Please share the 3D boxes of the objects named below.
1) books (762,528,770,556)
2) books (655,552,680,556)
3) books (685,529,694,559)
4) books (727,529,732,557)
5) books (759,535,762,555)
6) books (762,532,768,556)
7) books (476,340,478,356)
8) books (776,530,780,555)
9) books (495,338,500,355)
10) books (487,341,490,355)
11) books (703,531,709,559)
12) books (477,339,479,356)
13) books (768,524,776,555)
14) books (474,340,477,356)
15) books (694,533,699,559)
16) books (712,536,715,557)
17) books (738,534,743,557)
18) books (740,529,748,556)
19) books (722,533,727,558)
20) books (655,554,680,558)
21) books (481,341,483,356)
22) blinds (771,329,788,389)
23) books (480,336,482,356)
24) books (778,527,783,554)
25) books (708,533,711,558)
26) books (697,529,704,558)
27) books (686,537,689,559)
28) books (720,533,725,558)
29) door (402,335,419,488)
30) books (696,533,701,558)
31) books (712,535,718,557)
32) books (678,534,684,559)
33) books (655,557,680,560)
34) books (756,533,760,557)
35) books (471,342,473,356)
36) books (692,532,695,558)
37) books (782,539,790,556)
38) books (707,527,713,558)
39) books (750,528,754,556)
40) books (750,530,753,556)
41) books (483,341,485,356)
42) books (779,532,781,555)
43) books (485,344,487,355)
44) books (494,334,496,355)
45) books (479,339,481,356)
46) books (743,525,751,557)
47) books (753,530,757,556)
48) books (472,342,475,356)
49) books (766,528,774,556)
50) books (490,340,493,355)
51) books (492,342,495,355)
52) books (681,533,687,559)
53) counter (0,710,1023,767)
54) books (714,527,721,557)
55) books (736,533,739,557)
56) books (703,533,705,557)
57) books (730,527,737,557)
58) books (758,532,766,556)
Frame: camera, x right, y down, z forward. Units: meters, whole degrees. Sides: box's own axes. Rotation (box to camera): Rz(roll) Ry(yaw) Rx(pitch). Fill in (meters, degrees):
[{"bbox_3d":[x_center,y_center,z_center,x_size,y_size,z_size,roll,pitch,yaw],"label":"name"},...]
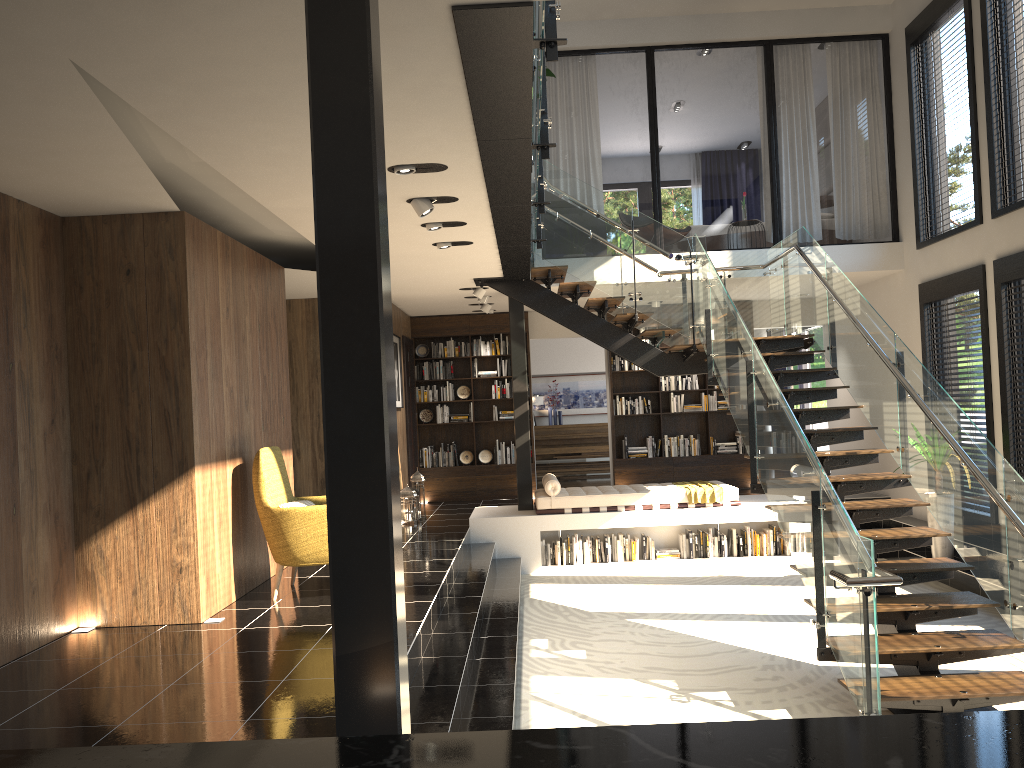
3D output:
[{"bbox_3d":[2.868,1.779,10.011,0.039,0.284,0.200,-3,-1,1],"label":"books"},{"bbox_3d":[1.754,1.914,10.047,0.274,0.025,0.156,-3,-2,-2],"label":"books"},{"bbox_3d":[2.002,1.804,10.007,0.043,0.316,0.209,-3,-1,1],"label":"books"},{"bbox_3d":[2.452,1.794,10.030,0.066,0.293,0.142,-3,-1,1],"label":"books"},{"bbox_3d":[2.794,1.817,10.013,0.022,0.216,0.137,-3,-1,1],"label":"books"},{"bbox_3d":[2.838,1.798,9.985,0.021,0.248,0.198,-3,-1,1],"label":"books"},{"bbox_3d":[-0.504,-0.518,12.877,0.014,0.231,0.280,-3,-1,1],"label":"books"},{"bbox_3d":[2.973,1.780,9.994,0.030,0.273,0.185,-3,-1,1],"label":"books"},{"bbox_3d":[-0.206,-0.539,12.915,0.064,0.247,0.209,-3,-1,1],"label":"books"},{"bbox_3d":[-0.341,-0.515,12.904,0.034,0.211,0.206,-3,-1,1],"label":"books"},{"bbox_3d":[2.187,1.809,9.994,0.026,0.287,0.204,-3,-1,1],"label":"books"},{"bbox_3d":[-0.491,-0.523,12.872,0.013,0.239,0.255,-3,-1,1],"label":"books"},{"bbox_3d":[2.935,1.754,10.006,0.042,0.328,0.205,-3,-1,1],"label":"books"},{"bbox_3d":[-0.527,-0.519,12.897,0.033,0.237,0.231,-3,-1,1],"label":"books"},{"bbox_3d":[2.070,1.824,10.013,0.029,0.268,0.173,-3,-1,1],"label":"books"},{"bbox_3d":[2.271,1.837,10.041,0.026,0.226,0.132,-3,-1,1],"label":"books"},{"bbox_3d":[2.560,1.821,9.995,0.032,0.229,0.228,-3,-1,1],"label":"books"},{"bbox_3d":[2.624,1.791,10.029,0.026,0.284,0.177,-3,-1,1],"label":"books"},{"bbox_3d":[2.388,1.815,10.001,0.019,0.256,0.186,-3,-1,1],"label":"books"},{"bbox_3d":[1.755,1.939,10.041,0.261,0.024,0.167,-3,-2,-2],"label":"books"},{"bbox_3d":[-0.428,-0.513,12.897,0.019,0.216,0.214,-3,-1,1],"label":"books"},{"bbox_3d":[4.638,0.193,15.492,0.161,2.770,1.080,-3,-1,-1],"label":"blinds"},{"bbox_3d":[-0.446,-0.544,12.846,0.011,0.276,0.288,-3,-1,1],"label":"books"},{"bbox_3d":[3.029,1.770,10.011,0.043,0.287,0.147,-3,-1,1],"label":"books"},{"bbox_3d":[2.214,1.817,10.015,0.027,0.270,0.188,-3,-1,1],"label":"books"},{"bbox_3d":[2.130,1.804,10.024,0.035,0.305,0.151,-3,-1,1],"label":"books"},{"bbox_3d":[1.970,1.851,10.036,0.027,0.226,0.165,-3,-1,1],"label":"books"},{"bbox_3d":[2.360,1.818,10.001,0.036,0.253,0.178,-3,-1,1],"label":"books"},{"bbox_3d":[-1.431,0.538,12.283,0.104,2.347,0.931,-3,-1,1],"label":"door"},{"bbox_3d":[2.099,1.823,10.021,0.029,0.268,0.146,-3,-1,1],"label":"books"},{"bbox_3d":[2.297,1.833,10.023,0.028,0.231,0.158,-3,-1,1],"label":"books"},{"bbox_3d":[1.914,1.836,10.048,0.026,0.263,0.156,-3,-1,1],"label":"books"},{"bbox_3d":[1.757,1.962,10.041,0.257,0.024,0.167,-3,-2,1],"label":"books"},{"bbox_3d":[2.746,1.802,9.980,0.025,0.249,0.208,-3,-1,1],"label":"books"},{"bbox_3d":[-0.575,-0.504,12.932,0.023,0.213,0.194,-3,-1,1],"label":"books"},{"bbox_3d":[2.041,1.819,10.040,0.030,0.284,0.176,-3,-1,1],"label":"books"},{"bbox_3d":[3.069,1.779,9.973,0.037,0.264,0.272,-3,-1,1],"label":"books"},{"bbox_3d":[2.241,1.788,10.034,0.029,0.326,0.153,-3,-1,1],"label":"books"},{"bbox_3d":[2.697,1.778,10.007,0.021,0.302,0.167,-3,-1,1],"label":"books"},{"bbox_3d":[2.676,1.789,10.004,0.023,0.283,0.175,-3,-1,1],"label":"books"},{"bbox_3d":[-0.404,-0.510,12.913,0.027,0.207,0.203,-3,-1,1],"label":"books"},{"bbox_3d":[2.998,1.788,10.006,0.019,0.255,0.180,-3,-1,1],"label":"books"},{"bbox_3d":[-0.373,-0.493,12.909,0.034,0.171,0.158,-3,-1,1],"label":"books"},{"bbox_3d":[-0.248,-0.566,12.874,0.015,0.303,0.252,-3,-1,1],"label":"books"},{"bbox_3d":[-0.467,-0.524,12.892,0.035,0.241,0.208,-3,-1,1],"label":"books"},{"bbox_3d":[2.649,1.764,9.996,0.028,0.334,0.205,-3,-1,1],"label":"books"},{"bbox_3d":[2.721,1.785,10.004,0.025,0.285,0.164,-3,-1,1],"label":"books"},{"bbox_3d":[-0.554,-0.502,12.885,0.021,0.204,0.224,-3,-1,1],"label":"books"},{"bbox_3d":[2.901,1.777,9.992,0.028,0.285,0.210,-3,-1,1],"label":"books"},{"bbox_3d":[-0.303,-0.522,12.919,0.042,0.223,0.163,-3,-1,1],"label":"books"},{"bbox_3d":[-0.267,-0.507,12.916,0.029,0.190,0.177,-3,-1,1],"label":"books"},{"bbox_3d":[1.941,1.829,10.020,0.030,0.273,0.168,-3,-1,1],"label":"books"},{"bbox_3d":[0.986,0.256,0.379,3.573,0.041,0.698,-3,-2,1],"label":"counter"},{"bbox_3d":[2.325,1.788,10.019,0.033,0.318,0.152,-3,-1,1],"label":"books"},{"bbox_3d":[2.529,1.809,10.027,0.030,0.256,0.160,-3,-1,1],"label":"books"},{"bbox_3d":[2.162,1.820,10.057,0.026,0.270,0.128,-3,-1,1],"label":"books"},{"bbox_3d":[2.498,1.783,10.015,0.027,0.312,0.189,-3,-1,1],"label":"books"},{"bbox_3d":[2.816,1.800,9.980,0.024,0.246,0.212,-3,-1,1],"label":"books"}]
